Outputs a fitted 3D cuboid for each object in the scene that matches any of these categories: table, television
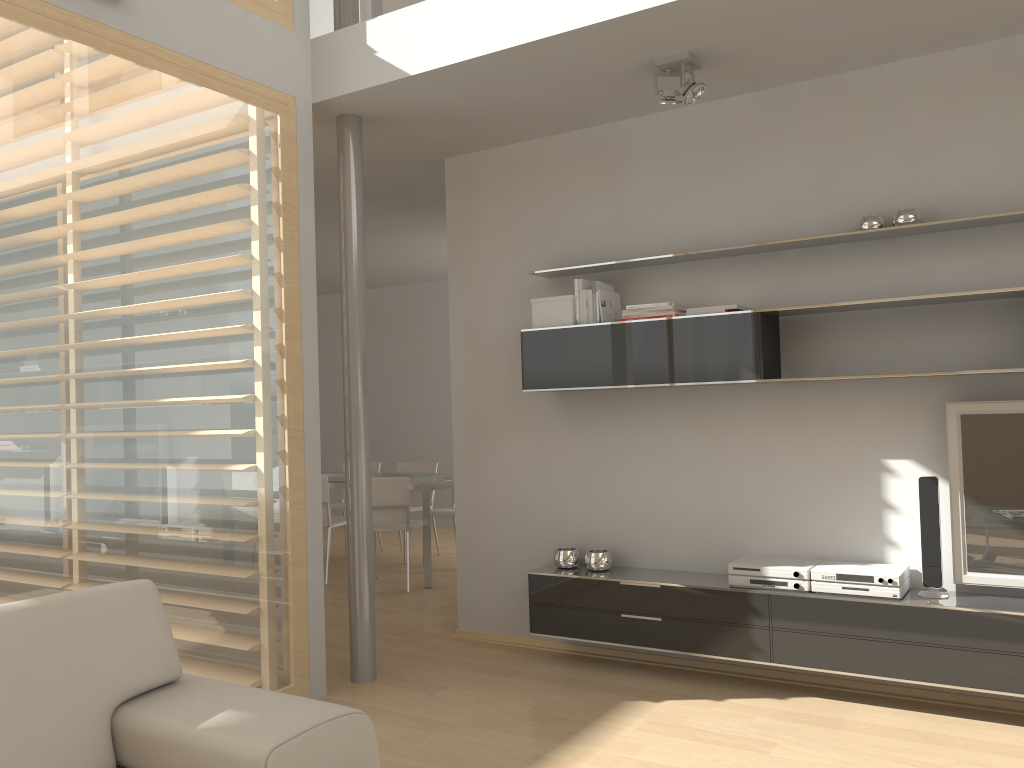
[{"bbox_3d":[-1.277,1.132,7.308,2.199,0.746,0.900,-3,-2,32],"label":"table"},{"bbox_3d":[2.311,0.415,3.300,1.224,0.735,0.096,-3,-2,32],"label":"television"}]

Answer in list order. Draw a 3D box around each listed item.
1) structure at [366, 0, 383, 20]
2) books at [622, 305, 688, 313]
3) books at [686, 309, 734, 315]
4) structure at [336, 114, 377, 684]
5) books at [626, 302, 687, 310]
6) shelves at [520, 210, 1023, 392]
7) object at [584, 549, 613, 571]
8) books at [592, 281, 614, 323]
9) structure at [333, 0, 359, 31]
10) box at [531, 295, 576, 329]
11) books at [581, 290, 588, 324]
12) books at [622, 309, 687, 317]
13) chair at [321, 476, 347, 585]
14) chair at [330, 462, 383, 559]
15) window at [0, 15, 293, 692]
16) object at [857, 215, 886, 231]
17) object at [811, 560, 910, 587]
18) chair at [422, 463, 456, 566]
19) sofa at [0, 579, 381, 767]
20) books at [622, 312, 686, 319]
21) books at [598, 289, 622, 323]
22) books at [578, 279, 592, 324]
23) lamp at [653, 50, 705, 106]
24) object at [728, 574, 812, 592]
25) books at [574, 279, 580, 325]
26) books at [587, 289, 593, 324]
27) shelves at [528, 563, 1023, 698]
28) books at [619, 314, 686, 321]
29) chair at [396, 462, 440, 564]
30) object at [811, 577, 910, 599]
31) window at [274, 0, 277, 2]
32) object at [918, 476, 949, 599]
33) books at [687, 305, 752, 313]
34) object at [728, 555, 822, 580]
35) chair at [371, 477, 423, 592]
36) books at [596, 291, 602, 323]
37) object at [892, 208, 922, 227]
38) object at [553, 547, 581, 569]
[{"bbox_3d":[1.394,-2.148,2.753,5.400,0.900,0.080,-3,-2,32],"label":"structure"},{"bbox_3d":[0.677,-0.344,4.179,0.254,0.015,0.190,-3,-2,33],"label":"books"},{"bbox_3d":[0.936,-0.317,4.039,0.190,0.015,0.254,-3,-2,38],"label":"books"},{"bbox_3d":[-0.747,0.060,4.259,0.121,2.700,0.122,-2,-2,20],"label":"structure"},{"bbox_3d":[0.686,-0.360,4.189,0.227,0.017,0.230,-3,-2,27],"label":"books"},{"bbox_3d":[1.922,-0.199,3.426,4.236,0.914,0.300,-3,-2,32],"label":"shelves"},{"bbox_3d":[0.429,0.871,4.383,0.143,0.091,0.143,-1,-2,-26],"label":"object"},{"bbox_3d":[0.450,-0.391,4.348,0.021,0.210,0.207,-3,-2,32],"label":"books"},{"bbox_3d":[-0.834,-2.788,4.335,0.121,2.400,0.122,-2,-2,20],"label":"structure"},{"bbox_3d":[0.255,-0.352,4.442,0.232,0.149,0.232,-3,-2,32],"label":"box"},{"bbox_3d":[0.409,-0.368,4.378,0.027,0.169,0.230,-3,-2,32],"label":"books"},{"bbox_3d":[0.672,-0.329,4.185,0.254,0.015,0.190,-3,-2,28],"label":"books"},{"bbox_3d":[-1.467,1.098,6.903,0.455,0.807,0.501,-3,-2,27],"label":"chair"},{"bbox_3d":[-1.502,1.129,8.042,0.455,0.807,0.501,-3,-2,32],"label":"chair"},{"bbox_3d":[-1.662,0.049,2.811,0.020,2.500,2.525,-3,-2,32],"label":"window"},{"bbox_3d":[1.527,-0.675,3.769,0.115,0.081,0.115,-2,-2,13],"label":"object"},{"bbox_3d":[1.456,0.794,3.710,0.349,0.049,0.262,-3,-2,32],"label":"object"},{"bbox_3d":[-0.424,1.077,7.344,0.455,0.807,0.501,-3,-2,32],"label":"chair"},{"bbox_3d":[-1.228,0.927,1.523,1.168,0.846,2.093,-3,-2,32],"label":"sofa"},{"bbox_3d":[0.682,-0.316,4.181,0.268,0.011,0.190,-3,-2,33],"label":"books"},{"bbox_3d":[0.484,-0.371,4.343,0.023,0.169,0.230,-3,-2,32],"label":"books"},{"bbox_3d":[0.393,-0.396,4.398,0.017,0.227,0.230,-3,-2,32],"label":"books"},{"bbox_3d":[0.697,-1.253,3.693,0.214,0.195,0.150,-3,-2,32],"label":"lamp"},{"bbox_3d":[1.156,0.857,3.896,0.349,0.049,0.262,-3,-2,32],"label":"object"},{"bbox_3d":[0.374,-0.395,4.402,0.017,0.227,0.230,-3,-2,32],"label":"books"},{"bbox_3d":[0.437,-0.369,4.370,0.027,0.169,0.230,-3,-2,32],"label":"books"},{"bbox_3d":[1.959,0.999,3.394,4.236,0.312,0.300,-3,-2,32],"label":"shelves"},{"bbox_3d":[0.685,-0.304,4.178,0.297,0.013,0.210,-3,-2,32],"label":"books"},{"bbox_3d":[-0.952,1.103,7.711,0.455,0.807,0.501,-3,-2,32],"label":"chair"},{"bbox_3d":[1.460,0.843,3.714,0.349,0.049,0.250,-3,-2,32],"label":"object"},{"bbox_3d":[-1.750,-2.799,2.888,0.020,2.200,2.525,-3,-2,32],"label":"window"},{"bbox_3d":[1.701,0.615,3.600,0.111,0.483,0.116,-3,-2,28],"label":"object"},{"bbox_3d":[0.944,-0.333,4.029,0.230,0.017,0.227,-3,-2,32],"label":"books"},{"bbox_3d":[1.154,0.808,3.897,0.349,0.049,0.262,-3,-2,32],"label":"object"},{"bbox_3d":[-0.890,1.069,6.496,0.455,0.807,0.501,-2,-2,12],"label":"chair"},{"bbox_3d":[0.465,-0.365,4.340,0.009,0.156,0.207,-3,-2,32],"label":"books"},{"bbox_3d":[1.629,-0.681,3.656,0.115,0.081,0.115,-2,-2,13],"label":"object"},{"bbox_3d":[0.278,0.879,4.477,0.143,0.091,0.143,-1,-2,-26],"label":"object"}]
